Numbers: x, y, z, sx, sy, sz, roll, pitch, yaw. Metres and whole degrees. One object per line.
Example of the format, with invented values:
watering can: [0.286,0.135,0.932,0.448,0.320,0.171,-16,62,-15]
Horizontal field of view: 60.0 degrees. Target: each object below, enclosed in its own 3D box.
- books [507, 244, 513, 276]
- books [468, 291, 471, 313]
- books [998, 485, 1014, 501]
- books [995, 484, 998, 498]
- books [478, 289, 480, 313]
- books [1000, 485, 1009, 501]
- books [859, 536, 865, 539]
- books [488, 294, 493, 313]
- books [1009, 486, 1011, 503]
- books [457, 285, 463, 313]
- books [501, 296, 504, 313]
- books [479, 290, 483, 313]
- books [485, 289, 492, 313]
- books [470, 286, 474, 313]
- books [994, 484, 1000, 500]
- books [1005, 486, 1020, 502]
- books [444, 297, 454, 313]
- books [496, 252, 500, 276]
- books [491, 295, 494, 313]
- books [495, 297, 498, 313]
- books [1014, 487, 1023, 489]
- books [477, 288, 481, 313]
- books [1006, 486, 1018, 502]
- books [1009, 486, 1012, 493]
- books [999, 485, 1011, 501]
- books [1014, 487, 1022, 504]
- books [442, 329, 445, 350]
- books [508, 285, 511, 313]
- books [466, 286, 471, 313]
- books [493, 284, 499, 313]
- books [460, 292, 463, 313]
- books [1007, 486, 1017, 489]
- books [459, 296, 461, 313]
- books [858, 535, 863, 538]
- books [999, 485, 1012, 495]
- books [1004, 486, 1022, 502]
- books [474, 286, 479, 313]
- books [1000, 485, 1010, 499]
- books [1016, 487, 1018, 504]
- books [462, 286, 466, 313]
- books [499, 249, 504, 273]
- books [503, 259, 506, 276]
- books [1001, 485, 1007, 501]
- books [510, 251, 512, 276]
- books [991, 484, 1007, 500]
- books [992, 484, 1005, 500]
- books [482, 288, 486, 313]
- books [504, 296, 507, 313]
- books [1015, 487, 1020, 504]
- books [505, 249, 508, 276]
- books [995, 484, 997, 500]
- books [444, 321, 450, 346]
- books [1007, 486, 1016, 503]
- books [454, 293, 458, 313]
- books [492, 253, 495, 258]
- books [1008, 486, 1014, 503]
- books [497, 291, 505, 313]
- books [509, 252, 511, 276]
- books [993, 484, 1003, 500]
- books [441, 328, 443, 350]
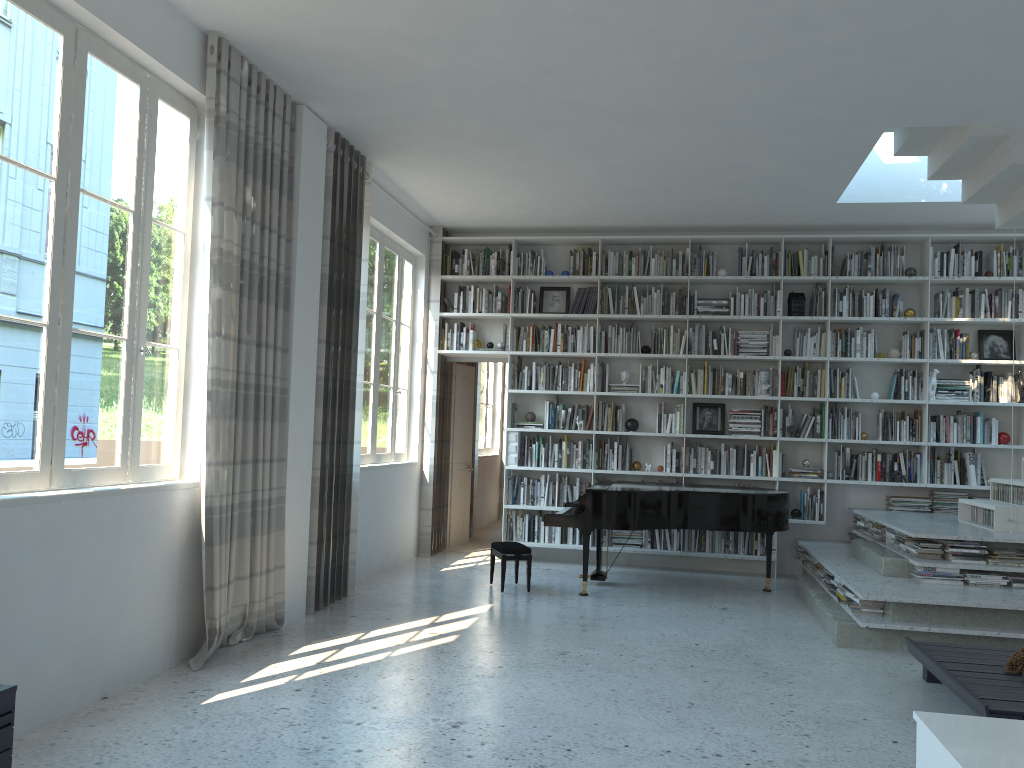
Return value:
books: [-0.017,-1.204,8.781,0.014,0.337,0.168,2,-3,11]
books: [-0.406,-0.797,8.845,0.024,0.239,0.155,2,-3,11]
books: [3.862,0.852,6.917,0.125,0.125,0.010,2,-2,11]
books: [3.874,0.856,6.985,0.125,0.125,0.012,2,-2,11]
books: [-0.311,-0.801,8.812,0.012,0.249,0.192,2,-3,11]
books: [3.852,0.849,6.867,0.125,0.125,0.008,2,-2,11]
books: [3.116,1.340,7.736,0.144,0.009,0.250,1,-3,15]
books: [-0.203,-0.779,8.808,0.028,0.212,0.138,2,-3,11]
books: [3.818,0.838,6.682,0.125,0.125,0.008,2,-2,11]
books: [-0.518,-0.829,8.865,0.011,0.296,0.162,2,-3,11]
books: [-0.075,-0.767,8.789,0.029,0.195,0.146,2,-3,11]
books: [-0.295,-0.798,8.810,0.021,0.244,0.174,2,-3,11]
books: [-0.234,-0.800,8.796,0.030,0.251,0.166,2,-3,11]
books: [-0.378,-0.821,8.815,0.021,0.286,0.179,2,-3,11]
books: [3.878,0.857,7.003,0.125,0.125,0.008,2,-2,11]
books: [3.833,0.843,6.764,0.125,0.125,0.009,2,-2,11]
books: [-0.618,-0.771,8.889,0.121,0.175,0.129,2,-3,11]
books: [-0.124,-1.168,8.800,0.027,0.259,0.147,2,-3,11]
books: [-0.174,-0.770,8.810,0.029,0.197,0.144,2,-3,11]
books: [-0.135,-0.762,8.793,0.031,0.182,0.151,2,-3,11]
books: [3.802,0.833,6.599,0.125,0.125,0.009,2,-2,11]
books: [-0.323,-0.811,8.815,0.013,0.268,0.162,2,-3,11]
books: [3.830,0.842,6.746,0.125,0.125,0.010,2,-2,11]
books: [3.820,0.838,6.692,0.125,0.125,0.010,2,-2,11]
books: [3.857,0.850,6.890,0.125,0.125,0.009,2,-2,11]
books: [3.800,0.832,6.588,0.125,0.125,0.016,2,-2,11]
books: [-0.670,-0.430,8.864,0.013,0.222,0.162,2,-3,11]
books: [-0.015,-0.815,8.768,0.014,0.294,0.173,2,-3,11]
books: [-0.430,-0.822,8.852,0.028,0.288,0.132,2,-3,11]
books: [-0.157,-0.824,8.784,0.012,0.303,0.189,2,-3,11]
books: [-0.482,-0.795,8.842,0.022,0.228,0.171,2,-3,11]
books: [3.828,0.841,6.734,0.125,0.125,0.014,2,-2,11]
books: [-0.501,-0.776,8.871,0.024,0.192,0.138,2,-3,11]
books: [3.118,1.329,7.736,0.149,0.014,0.228,2,-3,9]
books: [3.858,0.851,6.898,0.125,0.125,0.007,2,-2,11]
books: [3.837,0.844,6.783,0.125,0.125,0.012,2,-2,11]
books: [-0.346,-0.822,8.829,0.037,0.291,0.155,2,-3,11]
books: [3.854,0.850,6.874,0.125,0.125,0.007,2,-2,11]
books: [3.793,0.829,6.547,0.125,0.125,0.012,2,-2,11]
books: [-0.460,-0.822,8.834,0.023,0.282,0.186,2,-3,11]
books: [-0.101,-1.183,8.809,0.013,0.292,0.154,2,-3,11]
books: [-0.061,-1.129,8.791,0.028,0.184,0.168,2,-3,11]
books: [3.850,0.848,6.852,0.125,0.125,0.008,2,-2,11]
books: [0.019,-1.162,8.741,0.024,0.252,0.235,2,-3,11]
books: [3.889,0.861,7.063,0.125,0.125,0.008,2,-2,11]
books: [3.886,0.860,7.048,0.125,0.125,0.009,2,-2,11]
books: [-0.261,-0.805,8.802,0.025,0.261,0.167,2,-3,11]
books: [-0.051,-0.763,8.770,0.026,0.188,0.154,2,-3,11]
books: [3.796,0.831,6.565,0.125,0.125,0.009,2,-2,11]
books: [-0.035,-1.179,8.788,0.022,0.286,0.175,2,-3,11]
books: [3.872,0.856,6.975,0.125,0.125,0.008,2,-2,11]
books: [-0.651,-0.468,8.885,0.013,0.302,0.135,2,-3,11]
books: [3.825,0.840,6.723,0.125,0.125,0.010,2,-2,11]
books: [-0.543,-0.790,8.865,0.034,0.217,0.166,2,-3,11]
books: [-0.172,-1.161,8.802,0.025,0.243,0.167,2,-3,11]
books: [3.822,0.839,6.707,0.125,0.125,0.007,2,-2,11]
books: [-0.108,-0.786,8.767,0.029,0.229,0.191,2,-3,11]
books: [0.001,-1.164,8.782,0.025,0.259,0.138,2,-3,11]
books: [3.882,0.859,7.025,0.125,0.125,0.008,2,-2,11]
books: [-0.683,-0.433,8.865,0.013,0.228,0.179,2,-3,11]
